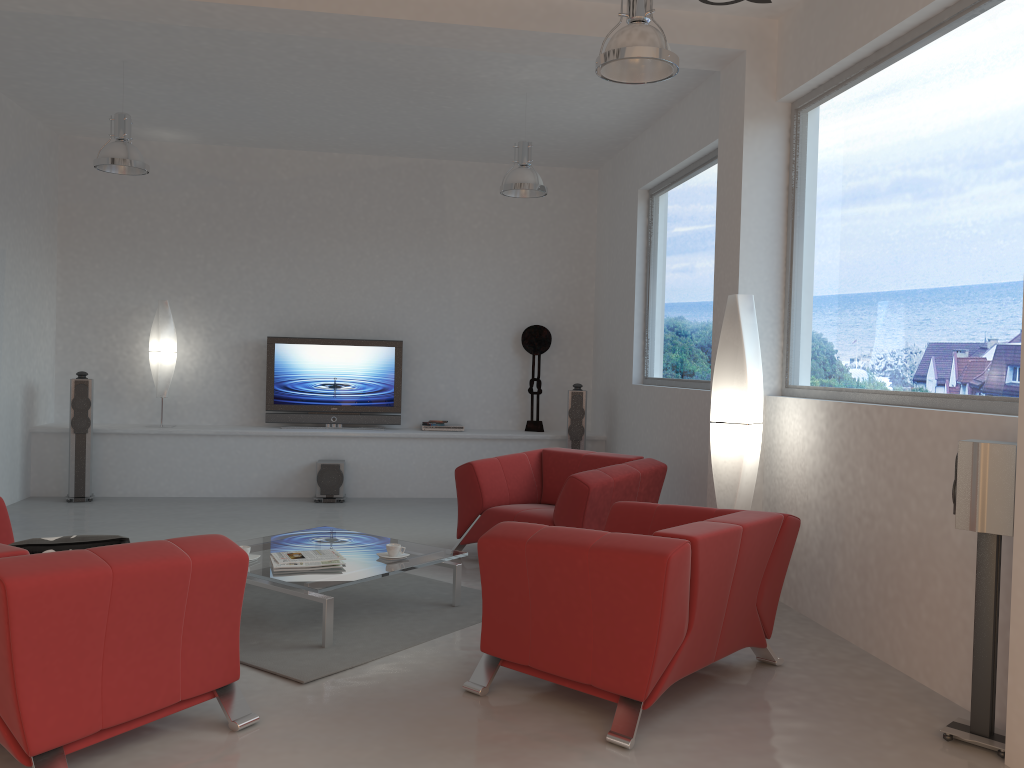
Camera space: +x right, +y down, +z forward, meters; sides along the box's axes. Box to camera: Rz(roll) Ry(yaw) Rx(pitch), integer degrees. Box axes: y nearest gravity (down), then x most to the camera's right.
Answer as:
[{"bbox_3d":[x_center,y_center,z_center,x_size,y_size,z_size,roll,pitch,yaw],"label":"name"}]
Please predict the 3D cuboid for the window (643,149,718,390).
[{"bbox_3d":[1.482,-0.864,7.054,0.100,1.800,2.400,1,1,-9],"label":"window"}]

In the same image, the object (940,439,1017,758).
[{"bbox_3d":[1.741,0.767,3.248,0.214,1.112,0.229,0,2,-44],"label":"object"}]

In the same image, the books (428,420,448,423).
[{"bbox_3d":[-0.766,0.392,9.215,0.190,0.015,0.135,2,1,1],"label":"books"}]

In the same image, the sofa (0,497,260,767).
[{"bbox_3d":[-1.966,0.850,3.375,1.929,0.738,0.951,2,1,31],"label":"sofa"}]

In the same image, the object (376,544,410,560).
[{"bbox_3d":[-0.639,0.899,4.767,0.153,0.069,0.153,0,2,-43],"label":"object"}]

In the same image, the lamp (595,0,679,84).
[{"bbox_3d":[0.583,-1.832,4.053,0.379,0.800,0.379,2,1,20],"label":"lamp"}]

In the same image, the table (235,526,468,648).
[{"bbox_3d":[-1.039,1.064,4.847,1.162,0.286,1.097,2,1,36],"label":"table"}]

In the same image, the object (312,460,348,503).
[{"bbox_3d":[-1.743,0.931,8.516,0.336,0.374,0.337,1,1,-9],"label":"object"}]

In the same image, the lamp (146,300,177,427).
[{"bbox_3d":[-3.432,-0.202,8.715,0.263,1.239,0.263,1,1,-17],"label":"lamp"}]

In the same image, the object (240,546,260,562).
[{"bbox_3d":[-1.398,0.882,4.606,0.153,0.069,0.153,2,1,17],"label":"object"}]

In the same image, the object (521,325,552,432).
[{"bbox_3d":[0.252,-0.061,9.400,0.331,1.130,0.108,2,1,16],"label":"object"}]

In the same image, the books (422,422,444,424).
[{"bbox_3d":[-0.817,0.405,9.212,0.190,0.015,0.135,1,1,-29],"label":"books"}]

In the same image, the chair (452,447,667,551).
[{"bbox_3d":[0.315,0.856,6.087,1.288,0.738,0.951,3,2,41],"label":"chair"}]

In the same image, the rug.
[{"bbox_3d":[-1.051,1.209,4.840,1.700,0.025,1.700,2,1,36],"label":"rug"}]

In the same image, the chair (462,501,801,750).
[{"bbox_3d":[0.553,0.910,3.838,0.951,0.738,1.288,3,2,41],"label":"chair"}]

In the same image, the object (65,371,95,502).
[{"bbox_3d":[-3.945,0.474,8.120,0.255,1.184,0.273,1,1,-24],"label":"object"}]

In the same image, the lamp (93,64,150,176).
[{"bbox_3d":[-2.866,-1.978,6.530,0.379,0.800,0.379,1,1,-13],"label":"lamp"}]

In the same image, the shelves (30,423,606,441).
[{"bbox_3d":[-1.800,0.482,8.963,5.500,0.050,0.650,1,1,-9],"label":"shelves"}]

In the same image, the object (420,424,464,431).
[{"bbox_3d":[-0.729,0.451,9.252,0.430,0.045,0.352,1,1,-9],"label":"object"}]

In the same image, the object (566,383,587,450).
[{"bbox_3d":[0.641,0.585,8.861,0.255,1.184,0.273,2,1,6],"label":"object"}]

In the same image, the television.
[{"bbox_3d":[-1.810,-0.005,9.067,1.356,0.919,0.343,1,1,-9],"label":"television"}]

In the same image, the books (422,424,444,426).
[{"bbox_3d":[-0.817,0.420,9.210,0.190,0.015,0.135,0,2,-44],"label":"books"}]

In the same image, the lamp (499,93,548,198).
[{"bbox_3d":[0.103,-1.906,7.013,0.379,0.800,0.379,2,1,30],"label":"lamp"}]

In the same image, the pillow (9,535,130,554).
[{"bbox_3d":[-1.550,0.690,3.119,0.402,0.343,0.288,1,1,-17],"label":"pillow"}]

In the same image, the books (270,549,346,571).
[{"bbox_3d":[-1.058,0.909,4.593,0.367,0.035,0.345,1,1,-19],"label":"books"}]

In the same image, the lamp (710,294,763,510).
[{"bbox_3d":[1.280,0.383,5.073,0.313,1.779,0.313,1,1,-17],"label":"lamp"}]

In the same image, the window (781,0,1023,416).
[{"bbox_3d":[1.930,-0.794,4.291,0.100,1.800,2.400,1,1,-9],"label":"window"}]
